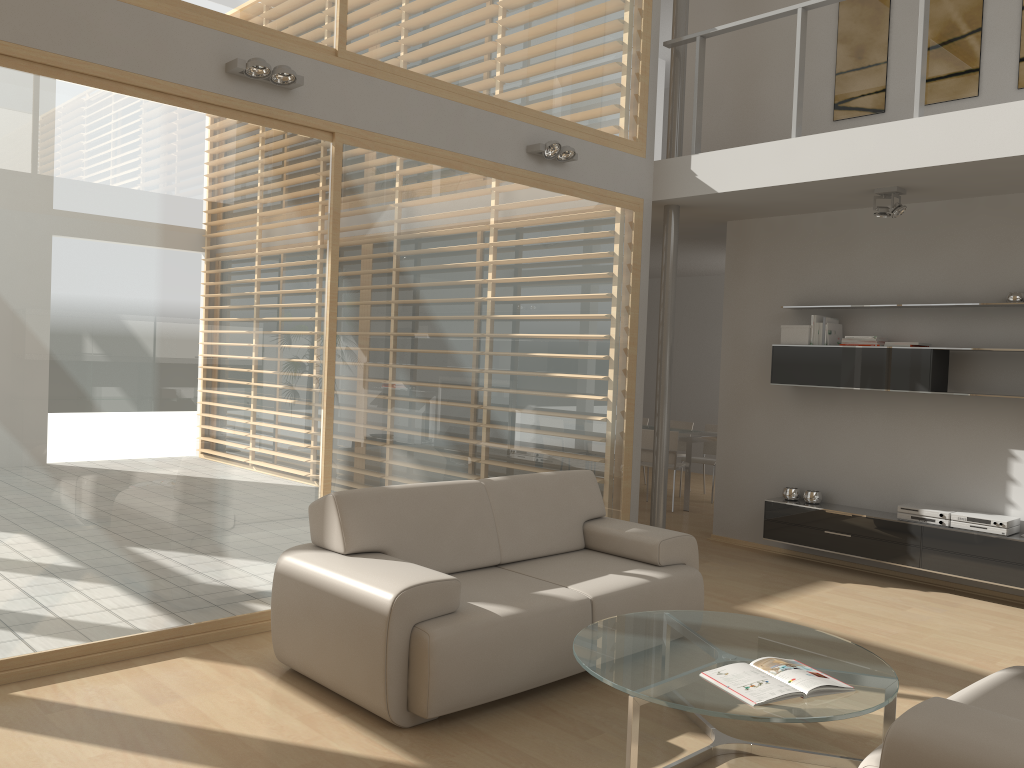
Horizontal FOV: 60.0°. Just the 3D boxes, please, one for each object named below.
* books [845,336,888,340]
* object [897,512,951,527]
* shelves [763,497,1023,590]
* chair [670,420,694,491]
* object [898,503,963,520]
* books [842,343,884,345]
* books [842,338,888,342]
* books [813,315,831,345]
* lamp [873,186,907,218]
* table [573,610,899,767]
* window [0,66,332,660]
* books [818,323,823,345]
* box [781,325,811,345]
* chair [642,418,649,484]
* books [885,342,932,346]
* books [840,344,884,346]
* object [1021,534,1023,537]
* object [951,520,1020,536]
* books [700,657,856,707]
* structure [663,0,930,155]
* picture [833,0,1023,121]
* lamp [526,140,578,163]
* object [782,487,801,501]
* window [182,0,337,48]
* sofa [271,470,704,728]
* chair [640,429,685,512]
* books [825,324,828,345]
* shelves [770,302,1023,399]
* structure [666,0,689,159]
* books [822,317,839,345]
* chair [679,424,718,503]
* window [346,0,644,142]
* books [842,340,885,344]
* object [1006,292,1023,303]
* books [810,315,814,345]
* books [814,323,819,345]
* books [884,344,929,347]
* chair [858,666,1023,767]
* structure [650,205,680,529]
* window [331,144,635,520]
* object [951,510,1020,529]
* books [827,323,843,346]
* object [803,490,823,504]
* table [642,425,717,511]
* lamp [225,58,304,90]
[{"bbox_3d":[2.577,-0.334,6.448,0.227,0.017,0.230,4,2,41],"label":"books"},{"bbox_3d":[2.881,0.927,6.126,0.262,0.049,0.349,1,2,-44],"label":"object"},{"bbox_3d":[3.523,1.153,5.452,0.300,0.312,4.236,1,2,-44],"label":"shelves"},{"bbox_3d":[1.782,0.839,10.350,0.501,0.807,0.455,1,2,-44],"label":"chair"},{"bbox_3d":[2.883,0.878,6.125,0.262,0.049,0.349,1,2,-44],"label":"object"},{"bbox_3d":[2.568,-0.290,6.445,0.190,0.011,0.268,1,2,-42],"label":"books"},{"bbox_3d":[2.565,-0.319,6.442,0.190,0.015,0.254,1,2,-42],"label":"books"},{"bbox_3d":[2.349,-0.402,6.720,0.230,0.227,0.017,1,2,-44],"label":"books"},{"bbox_3d":[2.520,-1.201,5.911,0.150,0.195,0.214,1,2,-44],"label":"lamp"},{"bbox_3d":[0.828,1.225,3.416,1.198,0.370,1.198,1,2,-27],"label":"table"},{"bbox_3d":[-1.938,-0.067,3.955,2.525,2.500,0.020,1,2,-44],"label":"window"},{"bbox_3d":[2.382,-0.371,6.685,0.230,0.169,0.027,1,2,-44],"label":"books"},{"bbox_3d":[2.223,-0.370,6.801,0.232,0.149,0.232,1,2,-44],"label":"box"},{"bbox_3d":[1.331,0.808,10.807,0.501,0.807,0.455,1,2,-44],"label":"chair"},{"bbox_3d":[2.785,-0.281,6.232,0.227,0.017,0.230,1,2,-44],"label":"books"},{"bbox_3d":[2.570,-0.278,6.442,0.210,0.013,0.297,1,2,-44],"label":"books"},{"bbox_3d":[3.349,0.741,5.691,0.111,0.483,0.116,4,2,43],"label":"object"},{"bbox_3d":[3.131,0.944,5.874,0.250,0.049,0.349,1,2,-44],"label":"object"},{"bbox_3d":[0.931,1.034,3.120,0.440,0.037,0.297,2,2,-24],"label":"books"},{"bbox_3d":[3.014,-1.996,4.774,0.080,0.900,5.400,1,2,-44],"label":"structure"},{"bbox_3d":[3.082,-2.873,6.171,0.010,1.800,1.684,1,2,-44],"label":"picture"},{"bbox_3d":[0.286,-1.515,5.809,0.360,0.110,0.183,1,2,-44],"label":"lamp"},{"bbox_3d":[2.177,0.855,6.905,0.143,0.091,0.143,2,2,-12],"label":"object"},{"bbox_3d":[-1.824,-2.914,3.872,2.525,2.200,0.020,1,2,-44],"label":"window"},{"bbox_3d":[-0.019,0.922,4.421,2.093,0.846,1.168,1,2,-44],"label":"sofa"},{"bbox_3d":[1.540,0.865,9.157,0.455,0.807,0.501,3,2,26],"label":"chair"},{"bbox_3d":[2.401,-0.363,6.649,0.207,0.156,0.009,1,2,-44],"label":"books"},{"bbox_3d":[3.571,-0.045,5.417,0.300,0.914,4.236,1,2,-44],"label":"shelves"},{"bbox_3d":[1.297,-2.875,6.812,0.121,2.400,0.122,3,2,34],"label":"structure"},{"bbox_3d":[2.390,-0.390,6.658,0.207,0.210,0.021,1,2,-44],"label":"books"},{"bbox_3d":[2.202,0.870,9.863,0.501,0.807,0.455,1,2,-44],"label":"chair"},{"bbox_3d":[0.052,-2.890,5.636,2.525,2.200,0.020,1,2,-44],"label":"window"},{"bbox_3d":[2.561,-0.304,6.450,0.254,0.015,0.190,4,2,42],"label":"books"},{"bbox_3d":[3.304,-0.565,5.816,0.115,0.081,0.115,3,2,27],"label":"object"},{"bbox_3d":[2.331,-0.403,6.729,0.230,0.227,0.017,1,2,-44],"label":"books"},{"bbox_3d":[2.357,-0.372,6.699,0.230,0.169,0.027,1,2,-44],"label":"books"},{"bbox_3d":[2.779,-0.265,6.245,0.254,0.015,0.190,1,2,-37],"label":"books"},{"bbox_3d":[1.791,1.049,2.517,1.562,0.846,1.165,1,2,-44],"label":"chair"},{"bbox_3d":[1.183,-0.028,6.895,0.121,2.700,0.122,3,2,34],"label":"structure"},{"bbox_3d":[-0.062,-0.044,5.719,2.525,2.500,0.020,1,2,-44],"label":"window"},{"bbox_3d":[3.129,0.896,5.869,0.262,0.049,0.349,1,2,-44],"label":"object"},{"bbox_3d":[2.421,-0.368,6.647,0.230,0.169,0.023,1,2,-44],"label":"books"},{"bbox_3d":[2.299,0.864,6.777,0.143,0.091,0.143,2,2,-12],"label":"object"},{"bbox_3d":[1.365,0.861,10.042,0.900,0.746,2.199,1,2,-44],"label":"table"},{"bbox_3d":[-1.204,-1.539,4.380,0.360,0.080,0.182,1,2,-44],"label":"lamp"}]
